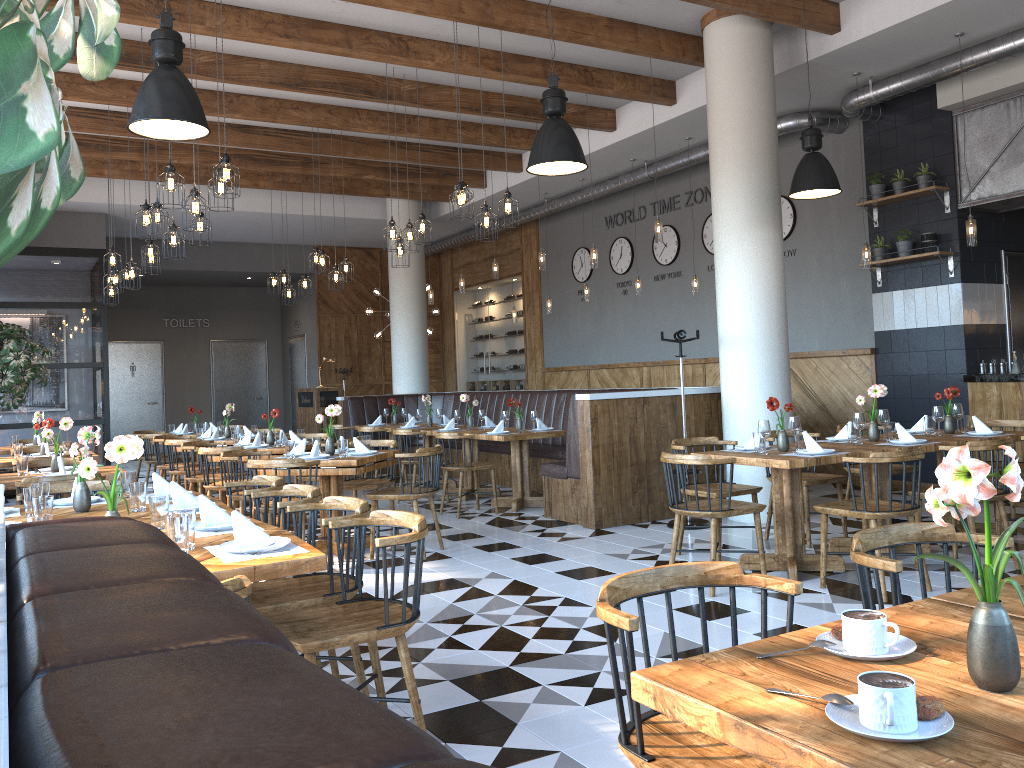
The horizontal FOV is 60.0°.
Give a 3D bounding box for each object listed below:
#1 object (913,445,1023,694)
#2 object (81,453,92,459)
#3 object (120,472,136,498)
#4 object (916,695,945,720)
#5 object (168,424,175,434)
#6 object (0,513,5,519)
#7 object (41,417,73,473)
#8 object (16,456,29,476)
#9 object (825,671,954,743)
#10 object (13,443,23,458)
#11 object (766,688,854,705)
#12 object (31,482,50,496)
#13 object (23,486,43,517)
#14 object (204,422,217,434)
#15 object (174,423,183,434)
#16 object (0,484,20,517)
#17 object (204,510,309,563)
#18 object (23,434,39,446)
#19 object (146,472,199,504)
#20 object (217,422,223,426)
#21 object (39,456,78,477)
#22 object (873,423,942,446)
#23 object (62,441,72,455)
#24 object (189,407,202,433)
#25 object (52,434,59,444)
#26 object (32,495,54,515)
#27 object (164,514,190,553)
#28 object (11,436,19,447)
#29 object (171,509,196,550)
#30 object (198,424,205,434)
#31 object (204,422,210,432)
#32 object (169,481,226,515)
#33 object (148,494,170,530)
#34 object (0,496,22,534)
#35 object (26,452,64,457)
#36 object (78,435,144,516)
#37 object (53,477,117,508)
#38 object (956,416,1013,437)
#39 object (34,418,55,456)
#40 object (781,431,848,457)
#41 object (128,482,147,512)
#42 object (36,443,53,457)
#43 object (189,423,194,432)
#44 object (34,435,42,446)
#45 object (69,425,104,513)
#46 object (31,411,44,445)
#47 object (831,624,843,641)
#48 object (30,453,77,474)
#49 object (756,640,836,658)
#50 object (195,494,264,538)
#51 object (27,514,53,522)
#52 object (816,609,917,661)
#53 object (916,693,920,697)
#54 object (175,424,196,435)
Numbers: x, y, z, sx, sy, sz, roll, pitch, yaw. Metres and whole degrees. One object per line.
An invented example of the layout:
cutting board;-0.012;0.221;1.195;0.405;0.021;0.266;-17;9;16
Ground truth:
object;0.754;0.296;1.439;0.146;0.401;0.206;-1;-2;-24
object;-3.042;0.564;6.334;0.080;0.132;0.080;-1;-2;-45
object;-2.011;0.529;4.643;0.080;0.132;0.080;-1;-2;-45
object;0.621;0.486;1.331;0.052;0.023;0.050;-2;0;21
object;-4.459;0.599;11.614;0.080;0.132;0.080;-3;-2;35
object;-1.859;0.528;3.101;0.272;0.137;0.351;-2;0;-30
object;-3.223;0.438;6.297;0.146;0.401;0.206;-3;-2;24
object;-3.475;0.582;6.291;0.080;0.132;0.080;-1;-2;-45
object;0.556;0.471;1.312;0.176;0.067;0.175;-2;0;-40
object;-4.566;0.619;8.192;0.080;0.132;0.080;-1;-2;-45
object;0.473;0.495;1.415;0.034;0.023;0.155;-2;0;-39
object;-2.252;0.541;4.236;0.080;0.132;0.080;-1;-2;-45
object;-2.193;0.540;4.056;0.080;0.132;0.080;-1;-2;-45
object;-3.931;0.574;11.709;0.272;0.137;0.352;-2;0;15
object;-4.452;0.595;11.841;0.272;0.137;0.352;-2;0;15
object;-2.474;0.548;4.173;0.272;0.137;0.351;-2;0;-30
object;-0.866;0.487;2.980;0.272;0.137;0.351;-2;0;-30
object;-5.532;0.646;10.323;0.352;0.137;0.271;-2;0;-30
object;-1.769;0.517;4.552;0.272;0.137;0.351;-2;0;-30
object;-3.928;0.576;11.934;0.080;0.132;0.080;-2;-2;-5
object;-3.095;0.565;6.089;0.352;0.137;0.271;-2;0;-30
object;2.639;0.329;5.925;0.352;0.137;0.271;-2;0;-30
object;-4.133;0.601;8.234;0.080;0.132;0.080;-1;-2;-45
object;-4.227;0.477;11.795;0.171;0.356;0.156;-3;-2;17
object;-5.211;0.637;10.114;0.080;0.132;0.080;-1;-2;-45
object;-1.932;0.531;3.653;0.080;0.132;0.080;-1;-2;-45
object;-1.102;0.500;2.920;0.080;0.132;0.080;-1;-2;-45
object;-5.644;0.655;10.071;0.080;0.132;0.080;-1;-2;-45
object;-1.120;0.500;3.030;0.080;0.132;0.080;-1;-2;-45
object;-4.031;0.582;11.506;0.080;0.132;0.080;-2;-2;-15
object;-4.125;0.581;12.033;0.351;0.137;0.272;-2;0;15
object;-1.484;0.508;4.056;0.272;0.137;0.351;-2;0;-30
object;-1.398;0.509;3.513;0.080;0.132;0.080;-1;-2;-45
object;-2.189;0.539;3.677;0.272;0.137;0.351;-2;0;-30
object;-4.457;0.611;8.450;0.352;0.137;0.271;-2;0;-30
object;-1.369;0.376;3.034;0.207;0.401;0.146;-1;-2;-31
object;-2.204;0.536;4.481;0.352;0.137;0.271;-2;0;-30
object;3.379;0.297;6.350;0.352;0.137;0.271;-2;0;-30
object;-4.306;0.496;8.176;0.171;0.356;0.156;-4;-2;39
object;1.868;0.363;5.481;0.352;0.137;0.271;-2;0;-30
object;-1.723;0.520;4.080;0.080;0.132;0.080;-1;-2;-45
object;-4.187;0.601;7.992;0.352;0.137;0.271;-2;0;-30
object;-4.347;0.592;12.034;0.080;0.132;0.080;-2;-2;-5
object;-5.262;0.637;9.864;0.352;0.137;0.271;-2;0;-30
object;-1.988;0.397;4.147;0.146;0.401;0.206;-1;-2;-25
object;-5.399;0.510;10.111;0.146;0.401;0.206;-1;-2;-37
object;0.649;0.486;1.726;0.052;0.023;0.050;-2;0;-34
object;-3.365;0.574;6.547;0.352;0.137;0.271;-2;0;-30
object;0.528;0.492;1.649;0.155;0.023;0.034;-2;-1;-5
object;-1.153;0.497;3.480;0.272;0.137;0.351;-2;0;-30
object;-1.627;0.521;3.057;0.080;0.132;0.080;-1;-2;-45
object;0.661;0.465;1.660;0.175;0.067;0.176;-2;0;43
object;0.605;0.489;1.360;0.052;0.023;0.050;-2;0;21
object;-4.258;0.588;11.517;0.351;0.137;0.272;-2;0;15
